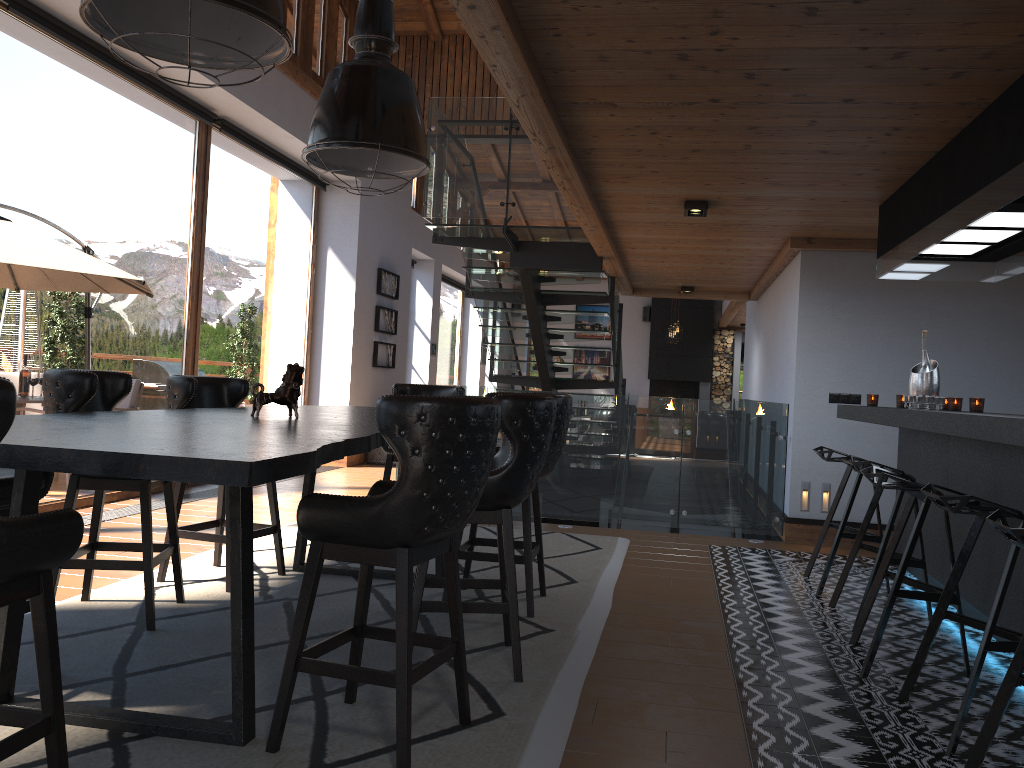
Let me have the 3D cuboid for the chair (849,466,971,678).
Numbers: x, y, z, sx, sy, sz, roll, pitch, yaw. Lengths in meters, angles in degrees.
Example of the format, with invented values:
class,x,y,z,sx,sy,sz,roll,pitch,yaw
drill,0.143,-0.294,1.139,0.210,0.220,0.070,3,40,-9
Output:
class,x,y,z,sx,sy,sz,roll,pitch,yaw
chair,1.736,0.798,3.819,0.466,0.839,0.542,3,-1,16

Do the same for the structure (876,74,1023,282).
class,x,y,z,sx,sy,sz,roll,pitch,yaw
structure,2.385,-0.905,4.003,0.708,0.476,3.263,3,0,11

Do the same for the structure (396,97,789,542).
class,x,y,z,sx,sy,sz,roll,pitch,yaw
structure,-1.790,0.650,9.447,9.175,6.399,11.067,3,0,10

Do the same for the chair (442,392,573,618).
class,x,y,z,sx,sy,sz,roll,pitch,yaw
chair,-0.001,0.581,4.494,0.566,1.092,0.506,3,-1,9

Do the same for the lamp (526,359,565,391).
class,x,y,z,sx,sy,sz,roll,pitch,yaw
lamp,0.638,0.214,19.955,0.522,1.899,1.335,3,-1,31

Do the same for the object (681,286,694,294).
class,x,y,z,sx,sy,sz,roll,pitch,yaw
object,2.092,-1.125,10.564,0.155,0.068,0.262,3,0,10

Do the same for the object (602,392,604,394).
class,x,y,z,sx,sy,sz,roll,pitch,yaw
object,2.048,0.443,20.541,0.261,0.532,0.423,3,-1,-21

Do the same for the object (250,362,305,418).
class,x,y,z,sx,sy,sz,roll,pitch,yaw
object,-1.024,0.025,3.863,0.223,0.253,0.115,3,-1,-28

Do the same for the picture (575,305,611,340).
class,x,y,z,sx,sy,sz,roll,pitch,yaw
picture,1.931,-1.459,20.949,0.876,0.816,0.036,3,-1,9

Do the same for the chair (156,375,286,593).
class,x,y,z,sx,sy,sz,roll,pitch,yaw
chair,-1.553,0.510,4.696,0.564,1.092,0.507,3,-1,19

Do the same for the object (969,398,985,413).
class,x,y,z,sx,sy,sz,roll,pitch,yaw
object,2.582,0.118,4.925,0.080,0.081,0.078,3,0,-25

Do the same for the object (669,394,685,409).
class,x,y,z,sx,sy,sz,roll,pitch,yaw
object,3.255,0.535,17.142,0.403,0.808,0.624,3,-1,21

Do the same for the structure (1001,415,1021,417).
class,x,y,z,sx,sy,sz,roll,pitch,yaw
structure,2.243,0.151,3.377,0.502,0.017,0.612,3,0,10

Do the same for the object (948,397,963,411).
class,x,y,z,sx,sy,sz,roll,pitch,yaw
object,2.652,0.122,5.303,0.080,0.081,0.078,3,0,-25

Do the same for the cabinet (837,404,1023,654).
class,x,y,z,sx,sy,sz,roll,pitch,yaw
cabinet,2.257,0.695,3.797,0.885,1.104,4.819,3,0,11

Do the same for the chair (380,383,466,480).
class,x,y,z,sx,sy,sz,roll,pitch,yaw
chair,-0.595,0.550,5.858,0.502,1.092,0.570,3,-1,9

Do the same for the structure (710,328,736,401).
class,x,y,z,sx,sy,sz,roll,pitch,yaw
structure,4.771,0.068,20.191,0.500,2.617,0.514,3,-1,10

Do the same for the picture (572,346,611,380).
class,x,y,z,sx,sy,sz,roll,pitch,yaw
picture,1.879,-0.465,20.934,0.876,0.816,0.036,3,-1,9

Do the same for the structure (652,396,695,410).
class,x,y,z,sx,sy,sz,roll,pitch,yaw
structure,3.666,0.561,20.226,0.979,0.514,0.184,3,-1,9

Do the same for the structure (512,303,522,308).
class,x,y,z,sx,sy,sz,roll,pitch,yaw
structure,0.107,-1.787,21.173,0.213,0.349,0.214,3,-1,10

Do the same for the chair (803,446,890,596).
class,x,y,z,sx,sy,sz,roll,pitch,yaw
chair,2.047,0.814,5.334,0.467,0.839,0.541,3,-1,10

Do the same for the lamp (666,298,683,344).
class,x,y,z,sx,sy,sz,roll,pitch,yaw
lamp,3.286,-1.928,17.818,0.261,2.202,0.803,3,-1,1

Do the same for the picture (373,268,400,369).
class,x,y,z,sx,sy,sz,roll,pitch,yaw
picture,-1.711,-0.875,12.092,0.059,1.312,0.777,3,-1,11

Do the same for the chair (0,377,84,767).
class,x,y,z,sx,sy,sz,roll,pitch,yaw
chair,-1.282,0.515,1.875,0.502,1.092,0.570,3,-1,9

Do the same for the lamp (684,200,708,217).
class,x,y,z,sx,sy,sz,roll,pitch,yaw
lamp,1.220,-1.169,5.884,0.155,0.068,0.262,3,0,10

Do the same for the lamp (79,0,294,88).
class,x,y,z,sx,sy,sz,roll,pitch,yaw
lamp,-0.889,-3.292,2.799,0.628,4.686,0.614,4,-1,-35

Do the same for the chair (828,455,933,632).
class,x,y,z,sx,sy,sz,roll,pitch,yaw
chair,1.951,0.809,4.581,0.468,0.839,0.540,3,-1,7

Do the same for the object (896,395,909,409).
class,x,y,z,sx,sy,sz,roll,pitch,yaw
object,2.358,0.107,5.347,0.080,0.081,0.078,3,0,-25

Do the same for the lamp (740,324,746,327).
class,x,y,z,sx,sy,sz,roll,pitch,yaw
lamp,5.055,-1.278,19.310,0.155,0.068,0.262,3,0,10

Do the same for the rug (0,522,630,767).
class,x,y,z,sx,sy,sz,roll,pitch,yaw
rug,-0.845,1.084,4.187,2.542,0.047,5.653,3,0,10

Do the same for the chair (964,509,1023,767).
class,x,y,z,sx,sy,sz,roll,pitch,yaw
chair,1.515,0.788,2.341,0.467,0.839,0.541,3,-1,11

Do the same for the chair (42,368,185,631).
class,x,y,z,sx,sy,sz,roll,pitch,yaw
chair,-1.767,0.489,3.897,0.570,1.092,0.503,3,-1,-6

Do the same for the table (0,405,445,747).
class,x,y,z,sx,sy,sz,roll,pitch,yaw
table,-0.940,0.624,3.884,1.424,0.950,3.811,3,0,10

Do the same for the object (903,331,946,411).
class,x,y,z,sx,sy,sz,roll,pitch,yaw
object,2.371,-0.078,5.088,0.225,0.452,0.226,3,-1,10

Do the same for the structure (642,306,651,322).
class,x,y,z,sx,sy,sz,roll,pitch,yaw
structure,3.152,-1.628,20.674,0.213,0.349,0.214,3,-1,10

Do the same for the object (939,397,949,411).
class,x,y,z,sx,sy,sz,roll,pitch,yaw
object,2.687,0.124,5.490,0.080,0.081,0.078,3,0,-25

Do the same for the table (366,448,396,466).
class,x,y,z,sx,sy,sz,roll,pitch,yaw
table,-1.445,0.821,12.035,0.681,0.470,1.259,3,0,10

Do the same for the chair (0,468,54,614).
class,x,y,z,sx,sy,sz,roll,pitch,yaw
chair,-1.896,0.483,2.939,0.566,1.092,0.506,3,-1,9

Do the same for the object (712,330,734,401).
class,x,y,z,sx,sy,sz,roll,pitch,yaw
object,4.765,0.074,20.201,0.492,2.612,0.468,3,-1,10

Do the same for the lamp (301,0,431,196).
class,x,y,z,sx,sy,sz,roll,pitch,yaw
lamp,-0.596,-3.278,4.371,0.628,4.686,0.614,4,-1,-35

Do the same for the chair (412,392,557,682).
class,x,y,z,sx,sy,sz,roll,pitch,yaw
chair,-0.130,0.575,3.536,0.570,1.092,0.503,3,-1,-6

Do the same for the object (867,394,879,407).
class,x,y,z,sx,sy,sz,roll,pitch,yaw
object,2.447,0.111,6.016,0.078,0.081,0.080,3,-1,45

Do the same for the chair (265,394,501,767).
class,x,y,z,sx,sy,sz,roll,pitch,yaw
chair,-0.345,0.573,2.737,0.564,1.092,0.507,3,-1,19

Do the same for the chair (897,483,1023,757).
class,x,y,z,sx,sy,sz,roll,pitch,yaw
chair,1.685,0.796,3.102,0.468,0.839,0.540,3,-1,7
